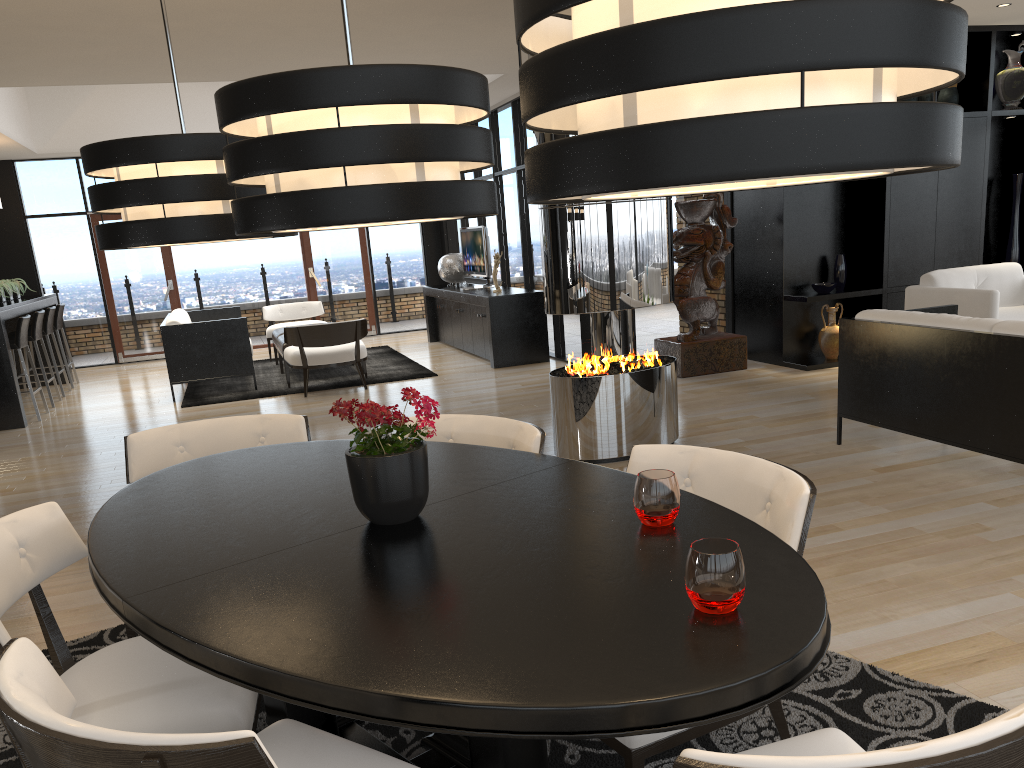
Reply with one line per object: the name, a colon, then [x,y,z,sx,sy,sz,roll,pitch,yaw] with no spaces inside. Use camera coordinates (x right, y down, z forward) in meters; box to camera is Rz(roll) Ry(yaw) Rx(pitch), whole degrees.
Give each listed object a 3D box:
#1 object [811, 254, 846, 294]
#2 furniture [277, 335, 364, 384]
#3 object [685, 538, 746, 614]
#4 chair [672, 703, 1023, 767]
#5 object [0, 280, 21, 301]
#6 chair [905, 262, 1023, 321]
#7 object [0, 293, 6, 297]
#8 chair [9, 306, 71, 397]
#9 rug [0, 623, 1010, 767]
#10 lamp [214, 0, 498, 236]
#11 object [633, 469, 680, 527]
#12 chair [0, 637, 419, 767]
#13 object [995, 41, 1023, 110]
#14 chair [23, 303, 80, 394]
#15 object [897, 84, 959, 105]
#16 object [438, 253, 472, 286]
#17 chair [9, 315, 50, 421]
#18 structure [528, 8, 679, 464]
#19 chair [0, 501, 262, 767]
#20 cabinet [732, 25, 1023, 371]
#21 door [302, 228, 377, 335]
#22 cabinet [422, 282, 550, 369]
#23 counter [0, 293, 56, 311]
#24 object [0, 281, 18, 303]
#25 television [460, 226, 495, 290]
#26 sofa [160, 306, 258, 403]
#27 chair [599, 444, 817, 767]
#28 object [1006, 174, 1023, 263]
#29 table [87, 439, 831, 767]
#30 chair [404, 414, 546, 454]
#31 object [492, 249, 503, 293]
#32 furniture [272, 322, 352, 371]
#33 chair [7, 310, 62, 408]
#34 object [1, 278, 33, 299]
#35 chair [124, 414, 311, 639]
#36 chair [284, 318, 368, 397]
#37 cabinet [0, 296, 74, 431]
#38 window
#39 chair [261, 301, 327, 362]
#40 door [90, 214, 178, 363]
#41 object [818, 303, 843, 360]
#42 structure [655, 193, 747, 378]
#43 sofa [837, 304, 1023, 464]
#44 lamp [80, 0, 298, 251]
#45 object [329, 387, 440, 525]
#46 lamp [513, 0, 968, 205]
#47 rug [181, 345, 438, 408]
object: [2.800,-0.962,7.730,0.371,0.320,0.209,-9,14,-18]
furniture: [-2.097,-0.331,9.626,0.824,0.494,0.814,-8,12,-17]
object: [0.327,0.310,1.422,0.095,0.108,0.093,-1,13,16]
chair: [0.451,0.749,1.351,0.640,0.824,0.605,-9,14,-19]
object: [-5.354,-1.003,9.333,0.398,0.244,0.398,-3,11,7]
chair: [3.579,-0.426,6.475,0.997,0.874,0.840,-8,13,-17]
object: [-5.120,-0.890,8.579,0.407,0.244,0.389,-3,11,7]
chair: [-5.179,-0.334,9.643,0.517,0.985,0.467,-9,15,-17]
rug: [-0.193,1.068,2.179,2.684,0.011,3.691,-13,13,-39]
lamp: [-0.346,-0.983,1.654,0.529,1.358,0.530,-16,18,-39]
object: [0.302,0.239,1.842,0.094,0.108,0.094,-11,14,-28]
chair: [-0.445,0.791,1.522,0.640,0.824,0.605,5,16,35]
object: [4.461,-2.735,7.856,0.284,0.606,0.279,4,17,32]
chair: [-5.392,-0.427,10.264,0.517,0.985,0.467,-9,15,-17]
object: [3.569,-2.578,7.615,0.616,0.522,0.204,-8,15,-16]
object: [-0.714,-1.464,11.300,0.459,0.416,0.459,-13,15,-34]
chair: [-4.710,-0.132,8.272,0.517,0.985,0.467,-9,15,-17]
structure: [0.562,-0.940,5.211,0.884,2.803,0.578,-12,17,-28]
chair: [-0.935,0.722,2.140,0.615,0.824,0.630,-7,13,-11]
cabinet: [3.527,-1.703,8.210,2.653,2.802,1.163,-8,14,-16]
door: [-2.526,-1.670,12.878,0.894,2.037,0.093,-9,15,-16]
cabinet: [-0.397,-0.770,10.590,0.619,0.756,2.990,-9,11,-18]
counter: [-5.520,-0.783,8.954,1.175,0.032,3.064,-8,10,-18]
object: [-5.233,-0.941,8.989,0.398,0.222,0.398,-3,11,7]
television: [-0.438,-1.483,10.386,0.408,0.726,0.913,-4,12,1]
sofa: [-3.288,-0.405,9.640,0.835,0.820,1.999,-8,11,-17]
chair: [0.367,0.615,2.157,0.611,0.824,0.634,-12,15,-29]
object: [4.685,-1.494,8.221,0.113,0.901,0.111,-6,15,-5]
table: [-0.252,0.686,2.135,1.195,0.786,2.087,-13,14,-37]
chair: [-0.221,0.552,2.781,0.638,0.824,0.607,7,18,42]
object: [-0.172,-1.221,9.526,0.105,0.469,0.252,-9,14,-16]
furniture: [-2.365,-0.447,10.411,0.824,0.494,0.814,-8,12,-17]
chair: [-4.958,-0.239,8.998,0.517,0.985,0.467,-9,15,-17]
object: [-5.530,-1.038,9.676,0.407,0.222,0.389,-3,11,7]
chair: [-0.980,0.563,3.065,0.641,0.824,0.604,-7,13,-11]
chair: [-1.794,-0.278,8.623,0.802,0.690,0.672,-8,13,-17]
cabinet: [-5.479,-0.255,9.094,1.175,1.059,3.064,-8,11,-17]
window: [-0.265,-2.197,6.659,10.039,4.889,15.703,-11,12,-30]
chair: [-2.790,-0.692,11.437,0.802,0.690,0.672,-8,13,-17]
door: [-5.104,-1.327,12.097,0.894,2.037,0.093,-9,15,-16]
object: [2.848,-0.468,7.862,0.222,0.505,0.218,-2,14,9]
structure: [1.703,-0.913,7.940,0.728,1.629,0.507,-9,15,-17]
sofa: [2.623,0.051,4.347,0.835,0.820,1.999,-8,11,-17]
lamp: [-0.928,-1.054,2.325,0.529,1.358,0.530,-16,18,-39]
object: [-0.276,0.159,2.001,0.226,0.305,0.235,-14,16,-37]
lamp: [0.236,-0.912,0.984,0.529,1.358,0.530,-16,18,-39]
rug: [-2.395,-0.142,10.081,2.472,0.012,2.983,-8,10,-16]
